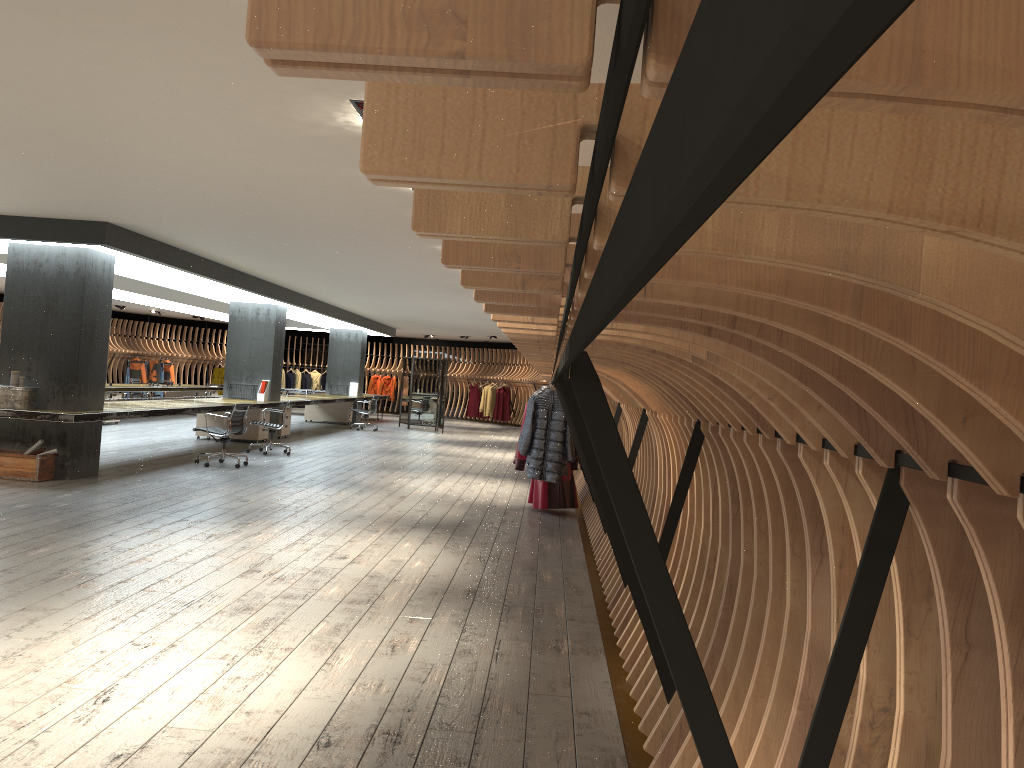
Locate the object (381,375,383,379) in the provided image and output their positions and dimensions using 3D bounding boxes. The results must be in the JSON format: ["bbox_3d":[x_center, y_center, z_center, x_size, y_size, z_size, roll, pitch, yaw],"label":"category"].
[{"bbox_3d":[-4.604,-0.272,31.158,0.012,0.270,0.525,4,0,7],"label":"object"}]

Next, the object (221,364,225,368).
[{"bbox_3d":[-9.632,-0.628,29.790,0.525,0.270,0.012,4,-1,33],"label":"object"}]

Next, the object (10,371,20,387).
[{"bbox_3d":[-5.293,-0.034,9.536,0.088,0.204,0.262,4,0,1],"label":"object"}]

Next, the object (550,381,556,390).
[{"bbox_3d":[0.378,0.077,8.147,0.440,0.226,0.010,4,-1,42],"label":"object"}]

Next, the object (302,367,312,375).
[{"bbox_3d":[-7.198,-0.456,30.987,0.525,0.270,0.012,4,-1,28],"label":"object"}]

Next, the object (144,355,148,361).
[{"bbox_3d":[-11.412,-0.769,27.573,0.023,0.243,0.549,4,0,-1],"label":"object"}]

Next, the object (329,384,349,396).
[{"bbox_3d":[-4.598,0.164,23.598,0.459,0.290,0.329,4,0,5],"label":"object"}]

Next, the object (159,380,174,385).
[{"bbox_3d":[-8.462,-0.033,21.663,0.261,0.111,0.373,4,0,2],"label":"object"}]

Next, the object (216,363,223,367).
[{"bbox_3d":[-9.768,-0.638,29.669,0.525,0.270,0.012,4,-1,33],"label":"object"}]

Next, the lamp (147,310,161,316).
[{"bbox_3d":[-10.596,-2.201,26.417,0.269,0.296,0.492,4,0,22],"label":"lamp"}]

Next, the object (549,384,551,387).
[{"bbox_3d":[0.577,0.111,13.431,0.525,0.270,0.012,4,-1,3],"label":"object"}]

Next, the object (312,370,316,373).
[{"bbox_3d":[-6.900,-0.437,31.071,0.525,0.270,0.012,4,-1,28],"label":"object"}]

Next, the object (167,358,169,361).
[{"bbox_3d":[-10.999,-0.728,28.299,0.525,0.270,0.012,4,-1,33],"label":"object"}]

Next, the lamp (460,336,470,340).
[{"bbox_3d":[-1.489,-1.553,28.254,0.269,0.294,0.493,5,0,-42],"label":"lamp"}]

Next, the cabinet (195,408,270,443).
[{"bbox_3d":[-5.029,0.706,15.998,1.131,0.630,0.593,4,0,3],"label":"cabinet"}]

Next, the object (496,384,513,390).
[{"bbox_3d":[-0.232,0.044,28.528,0.525,0.270,0.012,4,-1,3],"label":"object"}]

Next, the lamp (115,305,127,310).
[{"bbox_3d":[-10.980,-2.230,24.880,0.269,0.292,0.492,4,0,9],"label":"lamp"}]

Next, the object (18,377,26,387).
[{"bbox_3d":[-5.212,-0.022,9.428,0.062,0.109,0.062,4,-1,-27],"label":"object"}]

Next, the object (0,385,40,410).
[{"bbox_3d":[-5.362,0.140,9.497,0.498,0.239,0.303,4,0,3],"label":"object"}]

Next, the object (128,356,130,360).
[{"bbox_3d":[-11.657,-0.786,27.019,0.023,0.243,0.549,4,0,-16],"label":"object"}]

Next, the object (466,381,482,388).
[{"bbox_3d":[-1.258,-0.030,29.621,0.525,0.270,0.012,4,-1,3],"label":"object"}]

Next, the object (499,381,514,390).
[{"bbox_3d":[-0.178,0.047,28.442,0.525,0.270,0.012,4,-1,-22],"label":"object"}]

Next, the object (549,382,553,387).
[{"bbox_3d":[0.458,0.113,9.730,0.523,0.291,0.015,4,-1,13],"label":"object"}]

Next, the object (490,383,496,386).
[{"bbox_3d":[-0.624,0.011,29.011,0.525,0.270,0.012,4,-1,3],"label":"object"}]

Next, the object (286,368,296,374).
[{"bbox_3d":[-7.680,-0.491,30.847,0.525,0.270,0.012,4,-1,38],"label":"object"}]

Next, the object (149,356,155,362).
[{"bbox_3d":[-11.277,-0.745,27.835,0.525,0.270,0.012,4,-1,23],"label":"object"}]

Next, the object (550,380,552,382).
[{"bbox_3d":[0.407,0.085,8.512,0.438,0.244,0.010,4,-1,3],"label":"object"}]

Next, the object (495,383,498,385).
[{"bbox_3d":[-0.488,0.021,28.835,0.012,0.270,0.525,3,-1,42],"label":"object"}]

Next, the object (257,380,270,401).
[{"bbox_3d":[-4.556,0.120,16.244,0.129,0.383,0.239,4,-1,2],"label":"object"}]

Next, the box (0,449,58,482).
[{"bbox_3d":[-5.267,0.870,9.459,0.665,0.282,0.341,4,0,3],"label":"box"}]

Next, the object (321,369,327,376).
[{"bbox_3d":[-6.528,-0.412,31.135,0.012,0.270,0.525,4,0,27],"label":"object"}]

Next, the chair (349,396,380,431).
[{"bbox_3d":[-3.584,0.691,21.530,0.667,0.860,0.693,4,-1,-1],"label":"chair"}]

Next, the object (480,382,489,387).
[{"bbox_3d":[-0.826,0.001,29.238,0.525,0.270,0.012,4,-1,-32],"label":"object"}]

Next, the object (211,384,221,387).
[{"bbox_3d":[-7.762,0.042,23.157,0.302,0.074,0.217,4,0,-3],"label":"object"}]

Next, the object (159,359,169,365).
[{"bbox_3d":[-11.128,-0.749,28.094,0.549,0.243,0.023,4,-1,-21],"label":"object"}]

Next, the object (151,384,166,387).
[{"bbox_3d":[-7.900,0.033,19.782,0.302,0.071,0.209,4,0,-3],"label":"object"}]

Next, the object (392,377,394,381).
[{"bbox_3d":[-4.134,-0.238,31.060,0.012,0.270,0.525,4,0,-18],"label":"object"}]

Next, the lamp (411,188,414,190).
[{"bbox_3d":[-0.618,-1.476,6.369,0.269,0.298,0.492,4,0,2],"label":"lamp"}]

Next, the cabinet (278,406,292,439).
[{"bbox_3d":[-4.971,0.709,17.349,1.131,0.630,0.593,4,0,3],"label":"cabinet"}]

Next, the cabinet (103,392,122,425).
[{"bbox_3d":[-8.485,0.458,17.670,1.131,0.630,0.593,4,0,3],"label":"cabinet"}]

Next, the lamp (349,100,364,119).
[{"bbox_3d":[-0.687,-1.481,4.776,0.269,0.295,0.492,4,0,2],"label":"lamp"}]

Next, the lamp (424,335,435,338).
[{"bbox_3d":[-2.719,-1.643,29.255,0.493,0.292,0.269,4,0,35],"label":"lamp"}]

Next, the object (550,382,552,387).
[{"bbox_3d":[0.383,0.077,8.633,0.440,0.226,0.010,4,-1,28],"label":"object"}]

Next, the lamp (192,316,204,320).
[{"bbox_3d":[-9.817,-2.148,27.797,0.269,0.293,0.492,4,0,35],"label":"lamp"}]

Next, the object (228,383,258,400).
[{"bbox_3d":[-4.916,0.145,16.203,0.459,0.290,0.329,4,0,0],"label":"object"}]

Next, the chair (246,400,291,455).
[{"bbox_3d":[-3.857,0.676,14.113,0.667,0.860,0.693,4,-1,-21],"label":"chair"}]

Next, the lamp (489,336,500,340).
[{"bbox_3d":[-0.564,-1.487,26.967,0.269,0.292,0.493,4,0,-30],"label":"lamp"}]

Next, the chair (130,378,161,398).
[{"bbox_3d":[-8.939,0.309,21.577,0.667,0.860,0.693,4,-1,-11],"label":"chair"}]

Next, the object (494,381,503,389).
[{"bbox_3d":[-0.332,0.036,28.653,0.525,0.270,0.012,4,-1,-22],"label":"object"}]

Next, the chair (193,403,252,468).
[{"bbox_3d":[-3.939,0.671,12.037,0.667,0.860,0.693,4,-1,-1],"label":"chair"}]

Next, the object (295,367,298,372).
[{"bbox_3d":[-7.495,-0.477,30.917,0.012,0.270,0.525,5,-1,-43],"label":"object"}]
